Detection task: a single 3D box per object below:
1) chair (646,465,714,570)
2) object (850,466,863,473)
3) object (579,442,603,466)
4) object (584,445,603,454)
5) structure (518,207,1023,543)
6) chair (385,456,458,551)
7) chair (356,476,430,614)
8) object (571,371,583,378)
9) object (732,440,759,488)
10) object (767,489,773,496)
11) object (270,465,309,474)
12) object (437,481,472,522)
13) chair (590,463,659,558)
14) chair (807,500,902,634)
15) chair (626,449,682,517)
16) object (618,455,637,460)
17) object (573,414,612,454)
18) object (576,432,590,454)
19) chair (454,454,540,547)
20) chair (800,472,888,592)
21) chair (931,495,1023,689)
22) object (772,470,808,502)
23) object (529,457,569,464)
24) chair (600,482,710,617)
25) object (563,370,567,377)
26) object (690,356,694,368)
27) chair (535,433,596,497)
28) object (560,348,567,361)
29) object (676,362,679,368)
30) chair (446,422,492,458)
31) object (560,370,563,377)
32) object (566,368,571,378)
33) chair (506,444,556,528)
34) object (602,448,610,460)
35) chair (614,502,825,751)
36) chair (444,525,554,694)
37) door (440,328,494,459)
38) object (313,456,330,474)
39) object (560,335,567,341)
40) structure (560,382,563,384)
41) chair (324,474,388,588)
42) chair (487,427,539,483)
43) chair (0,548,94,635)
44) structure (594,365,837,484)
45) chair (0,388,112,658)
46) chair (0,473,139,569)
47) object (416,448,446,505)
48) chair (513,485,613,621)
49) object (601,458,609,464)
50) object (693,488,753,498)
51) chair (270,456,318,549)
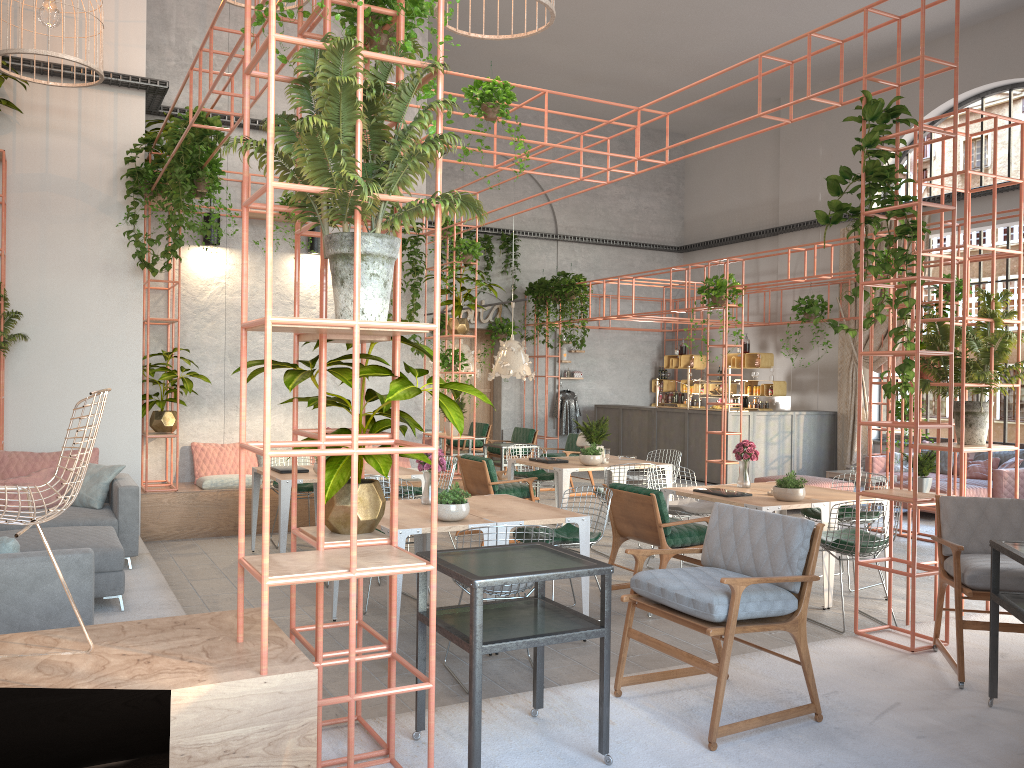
[{"bbox_3d":[1.578,1.243,8.102,0.565,0.941,0.717,1,0,-27],"label":"chair"},{"bbox_3d":[4.953,1.267,12.822,0.199,0.145,0.156,1,0,-13],"label":"object"},{"bbox_3d":[0.830,0.734,9.324,0.248,0.247,0.254,1,0,-28],"label":"object"},{"bbox_3d":[0.933,0.777,10.218,0.165,0.154,0.210,1,0,-38],"label":"object"},{"bbox_3d":[5.128,-0.078,12.532,4.157,4.247,14.689,1,0,-28],"label":"structure"},{"bbox_3d":[-0.915,1.204,8.888,0.717,0.941,0.565,1,0,-32],"label":"chair"},{"bbox_3d":[-0.956,1.214,6.818,0.565,0.941,0.717,1,0,-27],"label":"chair"},{"bbox_3d":[1.365,-0.202,18.602,0.219,0.149,0.129,1,0,-28],"label":"object"},{"bbox_3d":[2.019,0.688,7.659,0.213,0.414,0.225,1,0,-35],"label":"object"},{"bbox_3d":[2.122,0.872,7.166,0.115,0.073,0.115,1,0,-34],"label":"object"},{"bbox_3d":[-2.098,0.805,8.360,0.268,0.031,0.427,1,0,-28],"label":"object"},{"bbox_3d":[-0.389,0.737,5.587,0.247,0.247,0.252,1,0,-28],"label":"object"},{"bbox_3d":[1.136,1.233,8.917,0.565,0.941,0.717,1,0,-12],"label":"chair"},{"bbox_3d":[2.452,1.264,6.464,0.565,0.941,0.717,1,0,-12],"label":"chair"},{"bbox_3d":[1.581,1.232,10.207,0.717,0.941,0.565,1,0,-32],"label":"chair"},{"bbox_3d":[1.305,0.835,10.045,0.218,0.041,0.218,1,0,-19],"label":"object"},{"bbox_3d":[0.902,0.590,9.761,0.438,0.527,0.368,1,0,-28],"label":"object"},{"bbox_3d":[0.853,0.705,10.085,0.241,0.313,0.241,1,0,17],"label":"object"},{"bbox_3d":[-0.158,1.217,9.377,0.685,0.917,0.722,1,0,-28],"label":"chair"},{"bbox_3d":[2.897,1.264,7.755,0.717,0.941,0.565,1,0,-32],"label":"chair"},{"bbox_3d":[2.695,1.097,4.749,0.722,0.914,0.685,1,0,12],"label":"chair"},{"bbox_3d":[2.145,0.790,6.872,0.247,0.247,0.252,1,0,-28],"label":"object"},{"bbox_3d":[0.397,0.833,9.679,0.268,0.031,0.427,1,0,-28],"label":"object"},{"bbox_3d":[1.158,1.248,6.923,0.685,0.917,0.722,1,0,-28],"label":"chair"},{"bbox_3d":[1.103,-0.211,18.455,0.063,0.151,0.063,1,0,-42],"label":"object"},{"bbox_3d":[3.776,-0.457,18.496,0.137,0.261,0.137,1,0,8],"label":"object"},{"bbox_3d":[0.819,1.216,13.238,0.685,0.929,0.722,1,0,-28],"label":"chair"},{"bbox_3d":[1.069,-0.654,18.437,0.136,0.336,0.145,1,0,-14],"label":"object"},{"bbox_3d":[3.543,-0.402,18.802,0.123,0.142,0.141,1,0,-28],"label":"object"},{"bbox_3d":[-0.818,1.177,16.335,0.685,0.930,0.722,1,0,-28],"label":"chair"},{"bbox_3d":[1.036,-0.219,18.442,0.055,0.164,0.092,1,0,-9],"label":"object"},{"bbox_3d":[1.175,-0.237,18.502,0.081,0.204,0.081,1,0,-27],"label":"object"},{"bbox_3d":[0.261,1.212,10.555,0.565,0.941,0.717,1,0,-27],"label":"chair"},{"bbox_3d":[1.063,0.793,10.046,0.095,0.119,0.095,1,0,-4],"label":"object"},{"bbox_3d":[0.971,1.068,4.164,0.685,0.929,0.722,1,0,-28],"label":"chair"},{"bbox_3d":[-0.082,1.235,5.180,0.565,0.941,0.717,1,0,-12],"label":"chair"},{"bbox_3d":[-1.115,0.239,18.215,1.360,2.729,0.551,1,0,-28],"label":"door"},{"bbox_3d":[-1.666,0.706,8.004,0.248,0.247,0.254,1,0,-28],"label":"object"},{"bbox_3d":[1.072,-0.958,18.425,0.133,0.145,0.133,1,0,24],"label":"object"},{"bbox_3d":[1.030,-0.026,18.499,0.066,0.044,0.019,1,0,-28],"label":"structure"},{"bbox_3d":[-1.360,1.205,7.598,0.565,0.941,0.717,1,0,-12],"label":"chair"},{"bbox_3d":[-0.008,1.197,14.803,0.685,0.930,0.722,1,0,-28],"label":"chair"},{"bbox_3d":[-2.778,1.092,4.634,1.056,0.586,1.127,1,0,-28],"label":"chair"},{"bbox_3d":[3.789,0.684,17.155,2.579,2.022,4.057,1,0,-28],"label":"structure"},{"bbox_3d":[-1.677,0.480,2.828,0.717,0.941,0.565,1,0,-19],"label":"chair"},{"bbox_3d":[-3.670,1.109,7.192,1.127,0.672,1.052,1,0,-28],"label":"chair"},{"bbox_3d":[-0.572,0.646,6.289,0.213,0.414,0.225,1,0,-35],"label":"object"},{"bbox_3d":[0.363,1.235,6.470,0.717,0.941,0.565,1,0,-32],"label":"chair"},{"bbox_3d":[0.990,0.823,9.587,0.115,0.078,0.115,1,0,-22],"label":"object"},{"bbox_3d":[1.713,0.890,7.226,0.268,0.031,0.427,1,0,-28],"label":"object"},{"bbox_3d":[-2.234,1.184,9.236,0.565,0.941,0.717,1,0,-27],"label":"chair"}]
